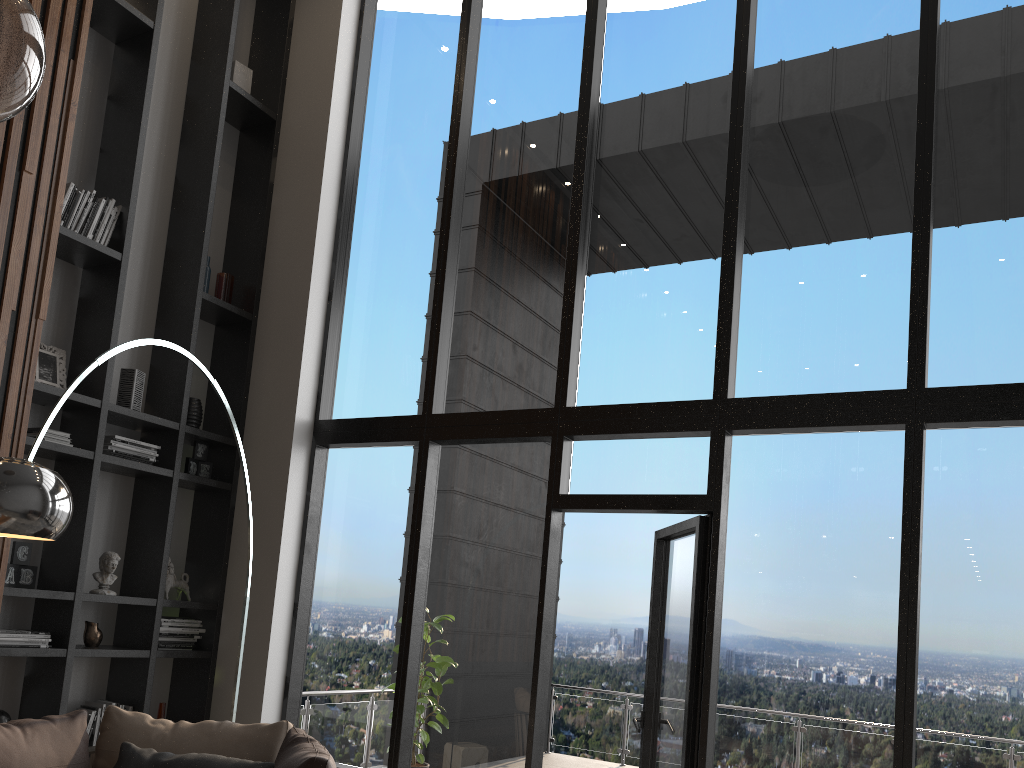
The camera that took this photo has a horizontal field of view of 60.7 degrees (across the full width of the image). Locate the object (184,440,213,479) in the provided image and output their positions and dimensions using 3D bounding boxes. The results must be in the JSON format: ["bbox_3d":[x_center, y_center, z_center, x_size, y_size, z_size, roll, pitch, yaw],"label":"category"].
[{"bbox_3d":[-1.920,0.468,5.363,0.059,0.228,0.193,1,-11,32],"label":"object"}]

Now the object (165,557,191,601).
[{"bbox_3d":[-2.061,1.172,5.311,0.130,0.274,0.259,2,-11,22],"label":"object"}]

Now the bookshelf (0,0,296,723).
[{"bbox_3d":[-2.133,-0.558,5.050,0.338,5.201,1.490,1,-8,30],"label":"bookshelf"}]

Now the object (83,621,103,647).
[{"bbox_3d":[-2.317,1.383,4.844,0.101,0.139,0.104,9,-10,-22],"label":"object"}]

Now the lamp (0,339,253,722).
[{"bbox_3d":[-1.371,0.986,3.279,0.320,2.280,2.088,4,-10,7],"label":"lamp"}]

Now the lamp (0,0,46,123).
[{"bbox_3d":[-1.044,-2.457,1.397,1.229,4.889,1.257,1,-8,27],"label":"lamp"}]

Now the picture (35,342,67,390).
[{"bbox_3d":[-2.458,-0.082,4.607,0.114,0.265,0.221,0,-11,31],"label":"picture"}]

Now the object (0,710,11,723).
[{"bbox_3d":[-2.573,1.693,4.363,0.135,0.130,0.138,3,-11,10],"label":"object"}]

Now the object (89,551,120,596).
[{"bbox_3d":[-2.263,1.053,4.874,0.139,0.239,0.139,8,-9,-19],"label":"object"}]

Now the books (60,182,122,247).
[{"bbox_3d":[-2.314,-0.890,4.677,0.185,0.292,0.377,0,-13,30],"label":"books"}]

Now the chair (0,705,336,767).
[{"bbox_3d":[-1.311,1.624,2.957,1.465,0.879,1.501,13,-15,-32],"label":"chair"}]

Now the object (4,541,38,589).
[{"bbox_3d":[-2.512,0.922,4.459,0.059,0.230,0.193,1,-11,28],"label":"object"}]

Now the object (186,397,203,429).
[{"bbox_3d":[-1.981,0.199,5.397,0.140,0.213,0.144,1,-10,21],"label":"object"}]

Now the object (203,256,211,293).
[{"bbox_3d":[-1.908,-0.652,5.412,0.079,0.287,0.079,8,-8,-23],"label":"object"}]

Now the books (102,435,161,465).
[{"bbox_3d":[-2.197,0.386,4.958,0.219,0.125,0.331,-2,-16,29],"label":"books"}]

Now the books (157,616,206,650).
[{"bbox_3d":[-2.064,1.491,5.249,0.218,0.186,0.383,-2,-15,30],"label":"books"}]

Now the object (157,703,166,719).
[{"bbox_3d":[-2.086,2.012,5.149,0.083,0.260,0.082,11,-9,-38],"label":"object"}]

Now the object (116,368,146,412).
[{"bbox_3d":[-2.176,0.051,4.991,0.104,0.254,0.106,4,-8,10],"label":"object"}]

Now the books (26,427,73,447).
[{"bbox_3d":[-2.445,0.279,4.539,0.327,0.070,0.180,-3,-16,29],"label":"books"}]

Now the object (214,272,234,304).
[{"bbox_3d":[-1.832,-0.579,5.558,0.102,0.225,0.104,3,-8,15],"label":"object"}]

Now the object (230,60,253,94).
[{"bbox_3d":[-1.767,-1.924,5.656,0.083,0.255,0.137,-1,-10,40],"label":"object"}]

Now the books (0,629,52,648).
[{"bbox_3d":[-2.518,1.278,4.402,0.219,0.076,0.331,-3,-17,29],"label":"books"}]

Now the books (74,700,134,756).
[{"bbox_3d":[-2.299,1.900,4.840,0.174,0.281,0.341,0,-13,30],"label":"books"}]
